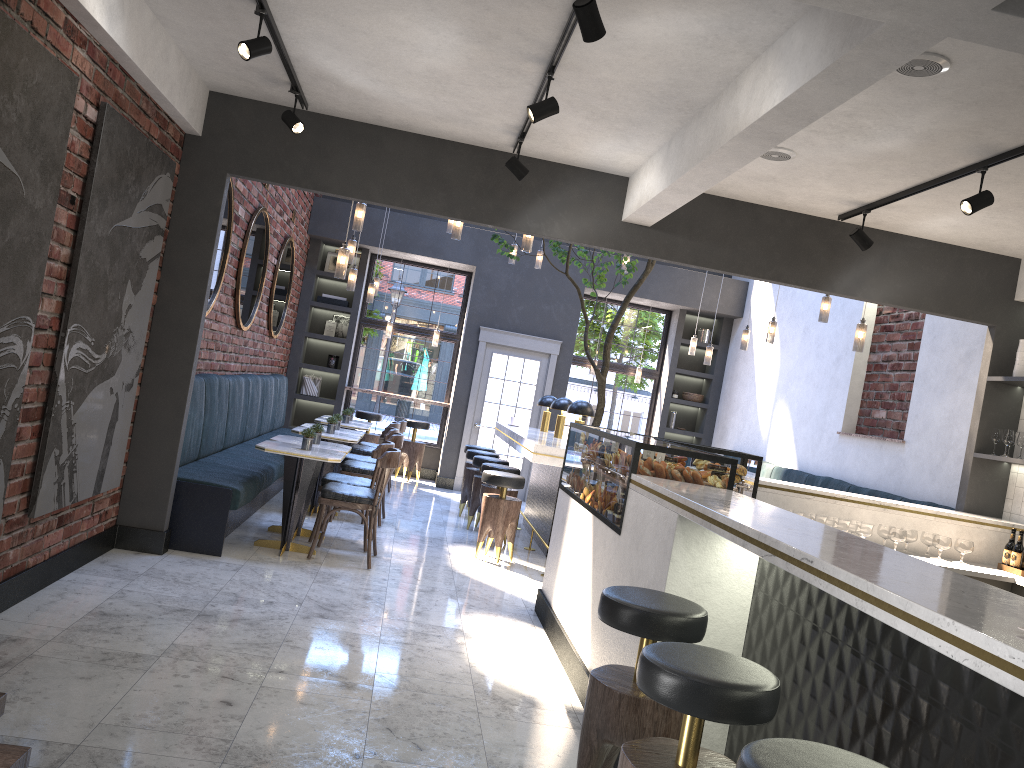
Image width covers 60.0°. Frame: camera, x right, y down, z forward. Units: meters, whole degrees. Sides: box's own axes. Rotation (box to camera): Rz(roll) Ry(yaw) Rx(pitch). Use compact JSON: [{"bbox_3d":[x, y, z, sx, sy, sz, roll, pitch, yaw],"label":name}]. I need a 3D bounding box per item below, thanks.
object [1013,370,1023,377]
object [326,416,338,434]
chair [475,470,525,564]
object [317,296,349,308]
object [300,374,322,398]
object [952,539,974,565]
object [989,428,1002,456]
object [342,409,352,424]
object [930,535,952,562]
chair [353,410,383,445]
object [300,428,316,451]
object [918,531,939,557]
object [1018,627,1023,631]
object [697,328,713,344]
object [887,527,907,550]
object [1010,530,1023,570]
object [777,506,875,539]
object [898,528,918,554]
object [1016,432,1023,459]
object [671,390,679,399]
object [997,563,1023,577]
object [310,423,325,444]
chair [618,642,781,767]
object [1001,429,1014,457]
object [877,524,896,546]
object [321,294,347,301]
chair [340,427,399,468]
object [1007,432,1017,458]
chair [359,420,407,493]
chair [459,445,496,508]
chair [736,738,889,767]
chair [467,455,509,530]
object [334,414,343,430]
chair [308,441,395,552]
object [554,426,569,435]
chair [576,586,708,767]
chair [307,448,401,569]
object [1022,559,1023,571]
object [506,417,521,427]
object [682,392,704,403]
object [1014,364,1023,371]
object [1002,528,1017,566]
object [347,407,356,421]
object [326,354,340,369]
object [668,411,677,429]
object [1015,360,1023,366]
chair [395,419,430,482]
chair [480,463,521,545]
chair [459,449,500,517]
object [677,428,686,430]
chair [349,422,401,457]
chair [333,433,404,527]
[{"bbox_3d":[3.533,-0.054,6.107,0.153,0.055,0.153,10,-1,-44],"label":"object"},{"bbox_3d":[-1.689,0.382,8.301,0.118,0.165,0.122,10,0,-28],"label":"object"},{"bbox_3d":[-0.127,1.124,7.532,0.371,0.737,0.371,10,0,37],"label":"chair"},{"bbox_3d":[-2.453,-1.122,12.171,0.412,0.084,0.286,10,0,-6],"label":"object"},{"bbox_3d":[-2.751,0.002,12.167,0.250,0.323,0.241,10,0,-6],"label":"object"},{"bbox_3d":[2.862,1.065,5.628,0.114,0.147,0.114,10,0,-2],"label":"object"},{"bbox_3d":[3.398,0.407,6.227,0.070,0.188,0.070,10,0,-15],"label":"object"},{"bbox_3d":[-1.879,0.364,10.070,0.118,0.165,0.122,10,0,-28],"label":"object"},{"bbox_3d":[2.714,1.039,5.612,0.114,0.147,0.114,10,0,-2],"label":"object"},{"bbox_3d":[-2.002,0.789,12.027,0.371,0.821,0.371,10,0,-44],"label":"chair"},{"bbox_3d":[-1.494,0.400,6.491,0.118,0.165,0.122,10,0,-28],"label":"object"},{"bbox_3d":[2.700,1.037,5.742,0.114,0.147,0.114,10,0,-2],"label":"object"},{"bbox_3d":[1.080,0.443,1.557,0.176,0.097,0.301,10,0,-15],"label":"object"},{"bbox_3d":[2.777,-0.683,12.789,0.214,0.215,0.213,10,0,3],"label":"object"},{"bbox_3d":[2.419,0.986,5.579,0.114,0.147,0.114,10,0,-2],"label":"object"},{"bbox_3d":[3.237,1.072,5.668,0.070,0.279,0.069,10,0,-29],"label":"object"},{"bbox_3d":[1.975,0.907,5.625,0.575,0.147,0.255,10,0,-6],"label":"object"},{"bbox_3d":[2.553,1.011,5.726,0.114,0.147,0.114,10,0,-2],"label":"object"},{"bbox_3d":[3.518,0.428,6.122,0.070,0.188,0.070,10,0,-15],"label":"object"},{"bbox_3d":[2.333,0.150,12.720,0.117,0.119,0.117,10,0,-30],"label":"object"},{"bbox_3d":[3.324,1.211,5.679,0.307,0.038,0.231,10,0,-6],"label":"object"},{"bbox_3d":[-1.556,0.394,7.069,0.118,0.165,0.122,10,0,-28],"label":"object"},{"bbox_3d":[0.453,1.138,2.343,0.370,0.821,0.372,10,0,3],"label":"chair"},{"bbox_3d":[3.411,0.408,6.110,0.070,0.188,0.070,10,0,-15],"label":"object"},{"bbox_3d":[2.405,0.985,5.709,0.114,0.147,0.114,10,0,-2],"label":"object"},{"bbox_3d":[-2.448,-1.183,12.182,0.327,0.039,0.227,10,-1,-16],"label":"object"},{"bbox_3d":[-1.474,0.837,8.961,0.521,0.851,0.538,10,0,-13],"label":"chair"},{"bbox_3d":[3.505,0.426,6.239,0.070,0.188,0.070,10,0,-15],"label":"object"},{"bbox_3d":[-1.595,0.832,10.686,0.521,0.851,0.497,10,0,-7],"label":"chair"},{"bbox_3d":[-0.427,1.096,10.322,0.371,0.737,0.371,10,0,37],"label":"chair"},{"bbox_3d":[0.552,1.149,1.694,0.371,0.821,0.371,10,0,37],"label":"chair"},{"bbox_3d":[-0.267,1.112,8.928,0.371,0.737,0.371,10,0,37],"label":"chair"},{"bbox_3d":[-1.751,0.376,8.880,0.118,0.165,0.122,10,0,-28],"label":"object"},{"bbox_3d":[-1.275,0.856,7.138,0.521,0.851,0.538,10,0,-5],"label":"chair"},{"bbox_3d":[0.613,0.539,10.350,0.176,0.097,0.301,10,0,-15],"label":"object"},{"bbox_3d":[0.416,1.137,3.029,0.372,0.821,0.370,10,0,-44],"label":"chair"},{"bbox_3d":[-1.155,0.873,6.570,0.521,0.851,0.538,10,0,-5],"label":"chair"},{"bbox_3d":[3.310,1.085,5.677,0.070,0.279,0.069,10,0,-44],"label":"object"},{"bbox_3d":[0.024,0.433,10.253,0.176,0.098,0.204,10,0,-1],"label":"object"},{"bbox_3d":[2.602,0.196,12.773,0.304,0.123,0.305,10,0,15],"label":"object"},{"bbox_3d":[3.541,-0.089,6.105,0.153,0.074,0.154,10,0,-3],"label":"object"},{"bbox_3d":[3.228,1.071,5.742,0.070,0.279,0.069,10,0,-44],"label":"object"},{"bbox_3d":[-1.941,0.358,10.648,0.118,0.165,0.122,10,0,-28],"label":"object"},{"bbox_3d":[-2.459,-0.305,12.178,0.152,0.181,0.152,10,0,32],"label":"object"},{"bbox_3d":[2.297,0.512,12.677,0.098,0.248,0.098,10,0,33],"label":"object"},{"bbox_3d":[3.547,-0.118,6.104,0.153,0.062,0.153,10,0,23],"label":"object"},{"bbox_3d":[-1.367,0.902,12.075,0.372,0.821,0.370,10,0,-44],"label":"chair"},{"bbox_3d":[-0.159,1.125,8.236,0.371,0.737,0.371,10,0,21],"label":"chair"},{"bbox_3d":[-0.370,1.100,9.613,0.371,0.737,0.371,10,0,-15],"label":"chair"},{"bbox_3d":[2.414,0.645,12.665,0.130,0.026,0.130,10,-1,-23],"label":"object"},{"bbox_3d":[-1.600,0.825,10.102,0.521,0.851,0.538,10,0,-5],"label":"chair"},{"bbox_3d":[-1.345,0.855,8.340,0.521,0.851,0.538,10,0,-5],"label":"chair"}]
